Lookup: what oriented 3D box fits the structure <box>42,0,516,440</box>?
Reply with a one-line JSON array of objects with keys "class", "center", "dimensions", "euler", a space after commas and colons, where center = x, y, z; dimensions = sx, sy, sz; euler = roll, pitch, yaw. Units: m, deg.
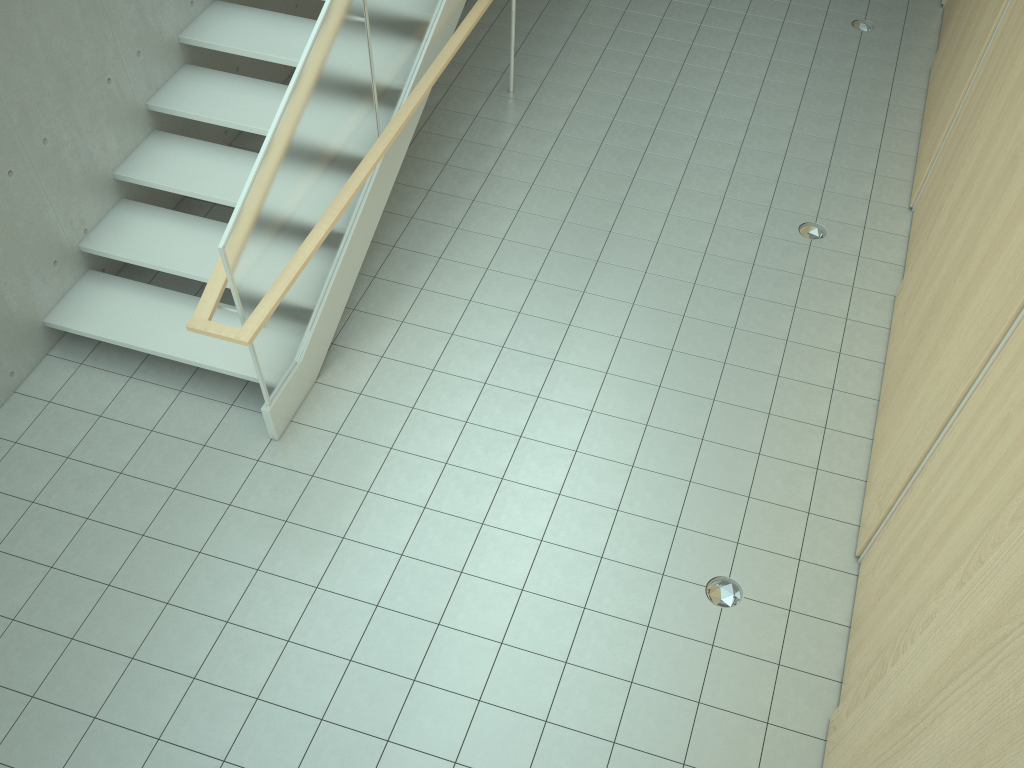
[{"class": "structure", "center": [-0.106, -5.403, 6.107], "dimensions": [1.859, 4.900, 11.084], "euler": [17, 55, 12]}]
